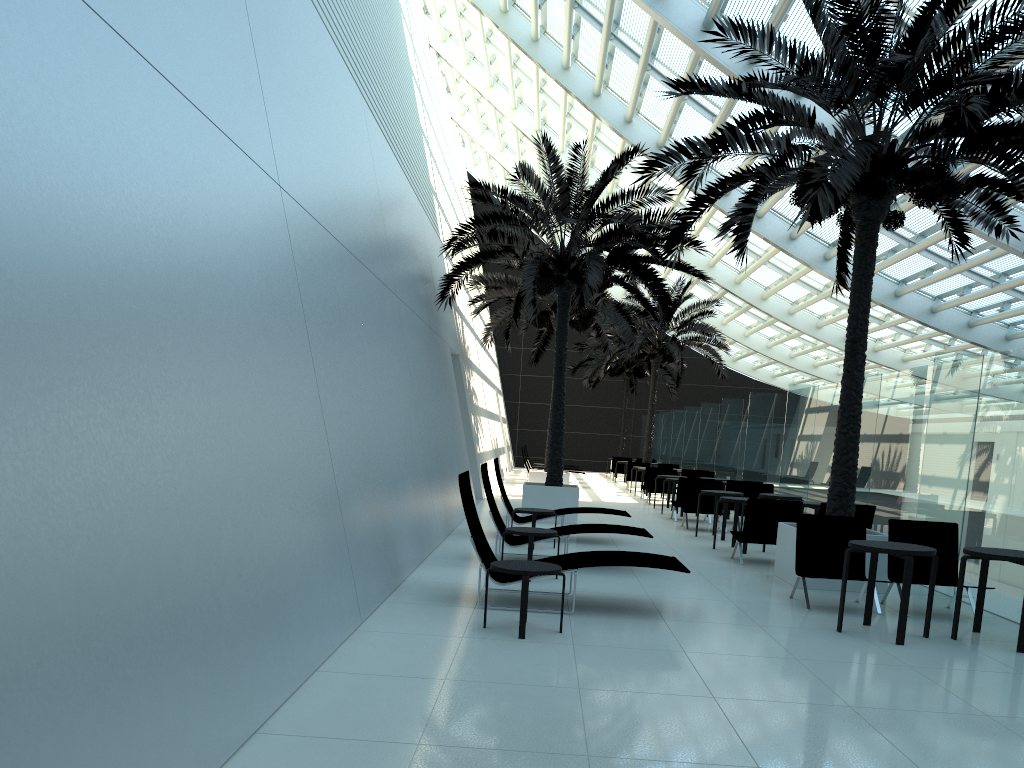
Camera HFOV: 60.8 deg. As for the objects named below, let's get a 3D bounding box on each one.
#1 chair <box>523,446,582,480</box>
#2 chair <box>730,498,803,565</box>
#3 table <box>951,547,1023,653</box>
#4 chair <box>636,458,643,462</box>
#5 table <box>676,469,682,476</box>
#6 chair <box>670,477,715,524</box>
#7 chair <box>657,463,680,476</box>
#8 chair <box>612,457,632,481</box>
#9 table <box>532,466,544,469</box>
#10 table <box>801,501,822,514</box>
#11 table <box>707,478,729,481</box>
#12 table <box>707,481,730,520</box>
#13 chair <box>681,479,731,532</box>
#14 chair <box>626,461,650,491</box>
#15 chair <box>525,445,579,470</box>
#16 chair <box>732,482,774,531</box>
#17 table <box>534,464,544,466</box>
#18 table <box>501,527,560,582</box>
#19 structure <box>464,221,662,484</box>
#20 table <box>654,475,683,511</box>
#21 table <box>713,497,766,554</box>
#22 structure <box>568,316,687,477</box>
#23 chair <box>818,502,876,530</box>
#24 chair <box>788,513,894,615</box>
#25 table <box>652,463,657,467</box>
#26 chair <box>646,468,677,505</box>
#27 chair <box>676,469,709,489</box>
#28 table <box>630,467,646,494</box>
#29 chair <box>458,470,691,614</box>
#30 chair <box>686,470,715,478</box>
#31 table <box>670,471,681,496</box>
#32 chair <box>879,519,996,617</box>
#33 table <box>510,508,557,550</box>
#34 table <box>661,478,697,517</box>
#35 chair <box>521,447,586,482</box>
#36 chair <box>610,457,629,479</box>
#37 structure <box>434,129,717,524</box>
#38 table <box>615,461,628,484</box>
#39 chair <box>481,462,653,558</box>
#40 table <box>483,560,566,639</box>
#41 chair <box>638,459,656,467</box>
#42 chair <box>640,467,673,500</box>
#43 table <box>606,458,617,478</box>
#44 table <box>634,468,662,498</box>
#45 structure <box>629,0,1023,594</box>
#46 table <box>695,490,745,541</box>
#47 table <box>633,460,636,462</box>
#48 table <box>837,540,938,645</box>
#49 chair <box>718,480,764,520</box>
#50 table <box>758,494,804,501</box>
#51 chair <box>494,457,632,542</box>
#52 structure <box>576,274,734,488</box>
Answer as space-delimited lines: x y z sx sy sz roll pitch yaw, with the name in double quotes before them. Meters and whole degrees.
"chair" 1.382 2.743 29.810 2.036 1.170 0.913 3 3 2
"chair" 3.378 1.957 11.704 0.716 0.897 0.880 3 2 2
"table" 4.156 1.809 7.385 0.680 0.789 0.672 1 4 -41
"chair" 5.180 3.366 34.360 0.716 0.897 0.880 3 2 2
"table" 4.860 2.906 25.709 0.673 0.789 0.679 6 4 40
"chair" 3.600 2.303 17.491 0.716 0.897 0.880 3 2 2
"chair" 4.882 2.923 26.980 0.716 0.897 0.880 3 2 2
"chair" 4.170 3.211 32.693 0.716 0.897 0.880 3 2 2
"table" 0.937 2.980 28.700 0.548 0.522 0.554 5 2 45
"table" 4.357 2.136 12.857 0.673 0.789 0.680 6 4 45
"table" 4.645 2.570 20.108 0.673 0.789 0.679 6 4 40
"table" 4.579 2.482 18.644 0.673 0.789 0.680 6 4 45
"chair" 3.520 2.200 15.783 0.716 0.897 0.880 3 2 2
"chair" 3.952 2.871 27.008 0.716 0.897 0.880 3 2 2
"chair" 1.484 2.901 32.459 2.036 1.170 0.913 3 3 2
"chair" 4.451 2.252 15.755 0.716 0.897 0.880 3 2 2
"table" 1.039 3.139 31.349 0.548 0.522 0.554 5 2 45
"table" 0.195 1.825 9.384 0.548 0.522 0.554 5 2 45
"structure" 1.001 -0.615 21.497 4.249 6.967 4.622 6 5 36
"table" 3.677 2.516 20.138 0.673 0.789 0.679 6 4 40
"table" 3.390 2.082 12.887 0.673 0.789 0.680 6 4 45
"structure" 4.980 0.441 36.936 4.466 7.093 4.745 2 4 -19
"chair" 4.308 2.009 11.675 0.716 0.897 0.880 3 2 2
"chair" 3.243 1.769 8.582 0.716 0.897 0.880 3 2 2
"table" 5.078 3.244 31.370 0.673 0.789 0.679 6 4 40
"chair" 3.737 2.538 21.432 0.716 0.897 0.880 3 2 2
"chair" 4.747 2.692 23.098 0.716 0.897 0.880 3 2 2
"table" 3.893 2.851 25.739 0.673 0.789 0.679 6 4 40
"chair" 0.541 1.434 7.924 2.036 1.170 0.913 3 3 2
"chair" 4.668 2.590 21.403 0.716 0.897 0.880 3 2 2
"table" 4.796 2.820 24.280 0.673 0.789 0.680 6 4 45
"chair" 4.174 1.821 8.553 0.716 0.897 0.880 3 2 2
"table" 0.294 1.979 11.953 0.548 0.522 0.554 5 2 45
"table" 3.612 2.428 18.674 0.673 0.789 0.680 6 4 45
"chair" 1.284 2.589 27.240 2.036 1.170 0.913 3 3 2
"chair" 4.250 3.314 34.388 0.716 0.897 0.880 3 2 2
"structure" 0.974 -0.932 15.500 4.651 6.907 4.220 2 4 -19
"table" 4.110 3.190 31.399 0.673 0.789 0.679 6 4 40
"chair" 0.640 1.587 10.493 2.036 1.170 0.913 3 3 2
"table" 0.096 1.671 6.814 0.548 0.522 0.554 5 2 45
"chair" 5.101 3.263 32.665 0.716 0.897 0.880 3 2 2
"chair" 3.817 2.640 23.127 0.716 0.897 0.880 3 2 2
"table" 4.262 3.439 35.571 0.680 0.789 0.672 1 4 -41
"table" 3.829 2.765 24.310 0.673 0.789 0.680 6 4 45
"structure" 3.911 -1.190 9.680 4.798 7.095 4.415 5 4 21
"table" 3.461 2.179 14.502 0.673 0.789 0.679 6 4 40
"table" 5.229 3.493 35.542 0.680 0.789 0.672 1 4 -41
"table" 3.188 1.755 7.414 0.680 0.789 0.672 1 4 -41
"chair" 4.531 2.355 17.462 0.716 0.897 0.880 3 2 2
"table" 4.428 2.233 14.472 0.673 0.789 0.679 6 4 40
"chair" 0.738 1.741 13.062 2.036 1.170 0.913 3 3 2
"structure" 4.641 -0.047 28.802 4.826 7.095 4.388 3 4 -4
